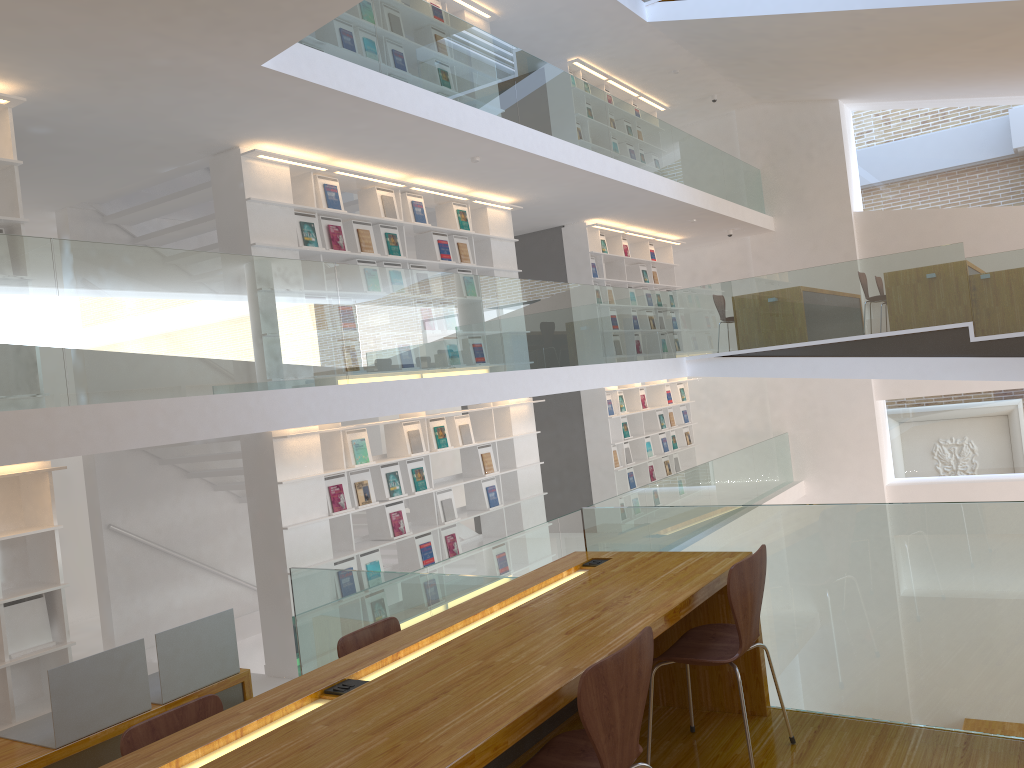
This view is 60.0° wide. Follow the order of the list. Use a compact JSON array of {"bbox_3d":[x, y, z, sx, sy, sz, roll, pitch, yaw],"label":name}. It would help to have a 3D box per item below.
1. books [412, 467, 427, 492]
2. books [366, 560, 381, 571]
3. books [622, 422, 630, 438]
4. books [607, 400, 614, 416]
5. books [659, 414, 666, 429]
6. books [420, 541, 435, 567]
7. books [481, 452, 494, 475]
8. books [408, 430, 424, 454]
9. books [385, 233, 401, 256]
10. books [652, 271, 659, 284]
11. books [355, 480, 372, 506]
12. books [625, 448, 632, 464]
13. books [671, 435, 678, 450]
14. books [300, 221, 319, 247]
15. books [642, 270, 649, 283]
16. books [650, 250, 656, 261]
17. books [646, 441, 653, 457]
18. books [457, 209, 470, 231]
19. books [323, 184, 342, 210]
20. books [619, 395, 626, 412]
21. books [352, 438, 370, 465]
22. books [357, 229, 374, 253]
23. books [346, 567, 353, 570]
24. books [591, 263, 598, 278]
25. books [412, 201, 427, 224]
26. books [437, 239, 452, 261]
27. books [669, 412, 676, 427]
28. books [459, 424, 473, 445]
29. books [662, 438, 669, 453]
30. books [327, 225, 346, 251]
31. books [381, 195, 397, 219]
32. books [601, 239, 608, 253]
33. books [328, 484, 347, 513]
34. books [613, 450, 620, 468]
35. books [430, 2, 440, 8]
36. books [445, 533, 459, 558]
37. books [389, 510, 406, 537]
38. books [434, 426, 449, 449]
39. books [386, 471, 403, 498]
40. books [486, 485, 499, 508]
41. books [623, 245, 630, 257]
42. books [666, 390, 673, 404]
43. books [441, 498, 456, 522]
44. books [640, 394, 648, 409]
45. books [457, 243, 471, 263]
[{"bbox_3d":[-0.807,0.837,7.742,0.037,0.210,0.145,-7,0,32],"label":"books"},{"bbox_3d":[-1.105,1.538,7.145,0.037,0.210,0.145,-7,0,32],"label":"books"},{"bbox_3d":[1.471,0.602,11.476,0.037,0.210,0.145,-7,0,32],"label":"books"},{"bbox_3d":[1.232,0.304,11.157,0.037,0.210,0.145,-7,0,32],"label":"books"},{"bbox_3d":[2.123,0.532,12.517,0.037,0.210,0.145,-7,0,32],"label":"books"},{"bbox_3d":[-0.738,1.491,7.735,0.037,0.210,0.145,-7,0,32],"label":"books"},{"bbox_3d":[-0.237,0.779,8.653,0.037,0.210,0.145,-7,0,32],"label":"books"},{"bbox_3d":[-0.841,0.509,7.750,0.037,0.210,0.145,-7,0,32],"label":"books"},{"bbox_3d":[-1.041,-1.216,7.760,0.037,0.210,0.145,-7,0,32],"label":"books"},{"bbox_3d":[2.076,-1.526,12.828,0.037,0.210,0.145,-7,0,32],"label":"books"},{"bbox_3d":[-1.196,0.889,7.145,0.037,0.210,0.145,-7,0,32],"label":"books"},{"bbox_3d":[1.501,0.932,11.461,0.037,0.210,0.145,-7,0,32],"label":"books"},{"bbox_3d":[2.342,0.847,12.796,0.037,0.210,0.145,-7,0,32],"label":"books"},{"bbox_3d":[-1.580,-1.158,6.911,0.037,0.210,0.145,-7,0,32],"label":"books"},{"bbox_3d":[1.890,-1.507,12.532,0.037,0.210,0.145,-7,0,32],"label":"books"},{"bbox_3d":[2.040,-1.839,12.830,0.037,0.210,0.145,-7,0,32],"label":"books"},{"bbox_3d":[1.863,0.890,12.043,0.037,0.210,0.145,-7,0,32],"label":"books"},{"bbox_3d":[-0.478,-1.606,8.715,0.037,0.210,0.145,-7,0,32],"label":"books"},{"bbox_3d":[-1.451,-1.508,7.170,0.037,0.210,0.145,-7,0,32],"label":"books"},{"bbox_3d":[1.416,0.251,11.460,0.037,0.210,0.145,-7,0,32],"label":"books"},{"bbox_3d":[-1.220,0.548,7.150,0.037,0.210,0.145,-7,0,32],"label":"books"},{"bbox_3d":[-1.232,-1.197,7.461,0.037,0.210,0.145,-7,0,32],"label":"books"},{"bbox_3d":[-1.270,1.542,6.885,0.037,0.210,0.145,-7,0,32],"label":"books"},{"bbox_3d":[1.030,-1.420,11.163,0.037,0.210,0.145,-7,0,32],"label":"books"},{"bbox_3d":[-0.851,-1.569,8.123,0.037,0.210,0.145,-7,0,32],"label":"books"},{"bbox_3d":[-0.639,-1.260,8.404,0.037,0.210,0.145,-7,0,32],"label":"books"},{"bbox_3d":[2.309,0.512,12.813,0.037,0.210,0.145,-7,0,32],"label":"books"},{"bbox_3d":[-0.434,0.487,8.392,0.037,0.210,0.145,-7,0,32],"label":"books"},{"bbox_3d":[2.164,0.866,12.513,0.037,0.210,0.145,-7,0,32],"label":"books"},{"bbox_3d":[-1.417,-1.179,7.168,0.037,0.210,0.145,-7,0,32],"label":"books"},{"bbox_3d":[-1.074,-1.545,7.768,0.037,0.210,0.145,-7,0,32],"label":"books"},{"bbox_3d":[1.189,-1.767,11.481,0.037,0.210,0.145,-7,0,32],"label":"books"},{"bbox_3d":[-1.353,0.889,6.882,0.037,0.210,0.145,-7,0,32],"label":"books"},{"bbox_3d":[1.293,0.943,11.139,0.037,0.210,0.145,-7,0,32],"label":"books"},{"bbox_3d":[-0.738,-3.614,8.688,0.037,0.210,0.145,-7,0,32],"label":"books"},{"bbox_3d":[-0.542,1.472,8.045,0.037,0.210,0.145,-7,0,32],"label":"books"},{"bbox_3d":[-0.958,1.177,7.448,0.037,0.210,0.145,-7,0,32],"label":"books"},{"bbox_3d":[-0.644,0.489,8.064,0.037,0.210,0.145,-7,0,32],"label":"books"},{"bbox_3d":[-0.992,0.845,7.460,0.037,0.210,0.145,-7,0,32],"label":"books"},{"bbox_3d":[-0.188,1.103,8.663,0.037,0.210,0.145,-7,0,32],"label":"books"},{"bbox_3d":[1.557,-1.789,12.062,0.037,0.210,0.145,-7,0,32],"label":"books"},{"bbox_3d":[2.274,0.200,12.815,0.037,0.210,0.145,-7,0,32],"label":"books"},{"bbox_3d":[-0.575,1.152,8.048,0.037,0.210,0.145,-7,0,32],"label":"books"},{"bbox_3d":[1.790,0.249,12.047,0.037,0.210,0.145,-7,0,32],"label":"books"},{"bbox_3d":[-0.470,-1.275,8.671,0.037,0.210,0.145,-7,0,32],"label":"books"}]
